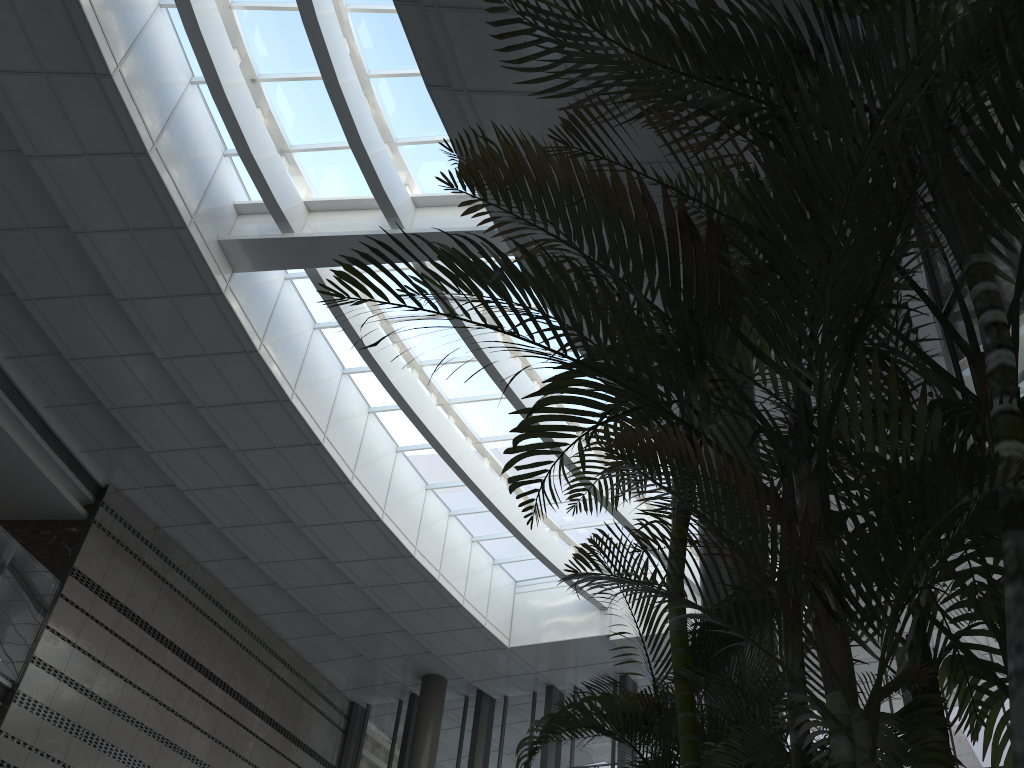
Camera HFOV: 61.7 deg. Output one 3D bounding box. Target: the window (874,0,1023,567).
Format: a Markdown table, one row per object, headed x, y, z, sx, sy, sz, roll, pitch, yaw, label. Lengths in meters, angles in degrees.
| x | y | z | sx | sy | sz | roll | pitch | yaw | label |
| --- | --- | --- | --- | --- | --- | --- | --- | --- | --- |
| 5.180 | 2.110 | 5.326 | 4.230 | 6.995 | 17.487 | -10 | -44 | 19 | window |

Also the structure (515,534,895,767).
| x | y | z | sx | sy | sz | roll | pitch | yaw | label |
| --- | --- | --- | --- | --- | --- | --- | --- | --- | --- |
| 0.812 | 2.268 | 3.102 | 1.638 | 3.234 | 2.352 | 0 | -40 | 8 | structure |

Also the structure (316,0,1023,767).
| x | y | z | sx | sy | sz | roll | pitch | yaw | label |
| --- | --- | --- | --- | --- | --- | --- | --- | --- | --- |
| 0.684 | 0.546 | 1.829 | 2.425 | 4.040 | 2.908 | 2 | -39 | 6 | structure |

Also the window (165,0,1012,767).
| x | y | z | sx | sy | sz | roll | pitch | yaw | label |
| --- | --- | --- | --- | --- | --- | --- | --- | --- | --- |
| -1.862 | 2.315 | 7.441 | 13.939 | 8.794 | 20.749 | -22 | -48 | 28 | window |
